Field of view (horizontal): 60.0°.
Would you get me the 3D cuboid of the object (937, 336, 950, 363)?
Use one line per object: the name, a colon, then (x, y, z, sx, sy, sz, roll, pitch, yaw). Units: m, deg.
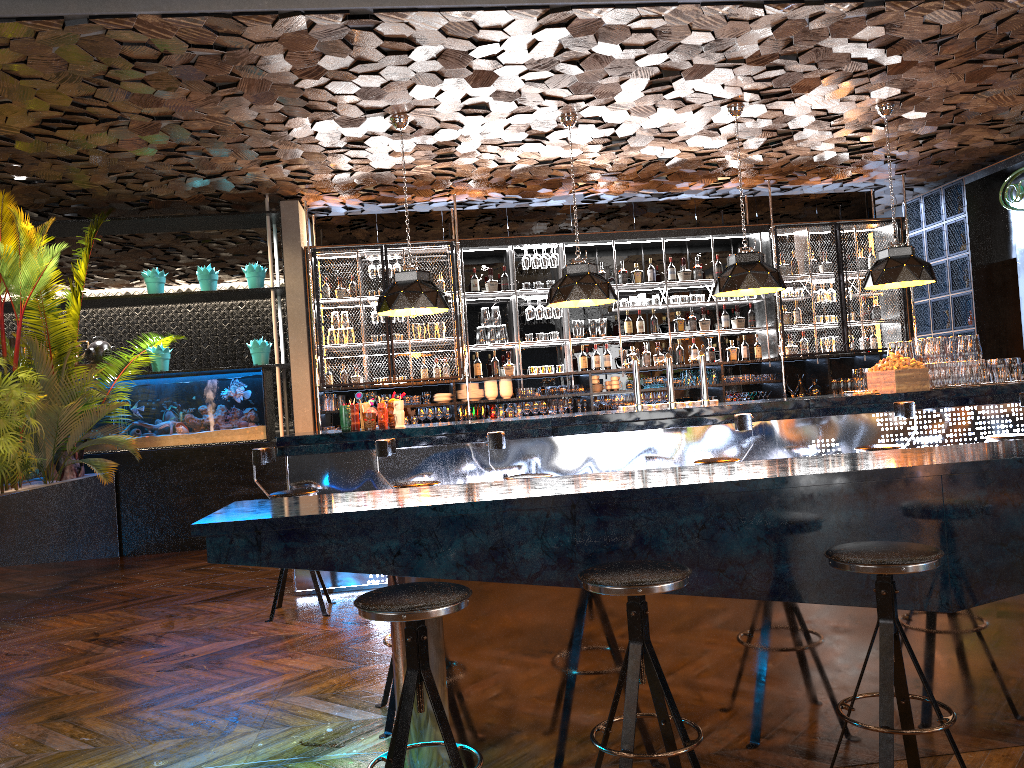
object: (3.506, -0.280, 7.219, 0.105, 0.209, 0.105, -4, -1, 19)

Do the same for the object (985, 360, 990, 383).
object: (3.973, -0.097, 7.477, 0.105, 0.209, 0.105, -4, -1, 19)

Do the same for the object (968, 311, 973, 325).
object: (5.478, -0.764, 10.357, 0.278, 0.222, 0.138, -4, -1, 23)

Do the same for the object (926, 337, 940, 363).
object: (3.417, -0.274, 7.205, 0.105, 0.209, 0.105, -4, -1, 19)

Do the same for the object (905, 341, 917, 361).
object: (3.447, -0.268, 7.662, 0.105, 0.209, 0.105, -4, -1, 19)

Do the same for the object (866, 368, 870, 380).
object: (3.083, -0.033, 7.581, 0.105, 0.209, 0.105, -3, -1, -31)

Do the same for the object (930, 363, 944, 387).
object: (3.417, -0.066, 7.139, 0.105, 0.209, 0.105, -4, -1, 19)

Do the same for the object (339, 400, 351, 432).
object: (-1.257, 0.240, 6.684, 0.086, 0.237, 0.084, -4, -1, 13)

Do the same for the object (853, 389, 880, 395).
object: (2.829, 0.071, 7.100, 0.198, 0.045, 0.377, -5, -1, 32)

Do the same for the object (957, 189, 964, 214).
object: (5.295, -2.127, 10.391, 0.116, 0.358, 0.198, -4, -1, -6)

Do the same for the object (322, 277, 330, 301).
object: (-2.029, -1.038, 9.673, 0.075, 0.260, 0.075, -5, -1, 43)

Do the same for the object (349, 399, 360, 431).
object: (-1.218, 0.235, 6.834, 0.078, 0.246, 0.084, -4, -1, -8)

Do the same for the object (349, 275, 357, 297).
object: (-1.737, -1.058, 9.680, 0.075, 0.261, 0.075, -5, -1, 43)

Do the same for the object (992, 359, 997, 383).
object: (4.048, -0.104, 7.363, 0.105, 0.209, 0.105, -4, -1, 19)

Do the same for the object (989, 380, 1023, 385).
object: (4.027, -0.007, 7.363, 0.273, 0.019, 0.437, -4, -1, -6)

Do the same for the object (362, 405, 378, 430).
object: (-1.075, 0.250, 6.701, 0.110, 0.191, 0.131, -4, -1, 6)

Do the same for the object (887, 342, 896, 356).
object: (3.336, -0.259, 7.763, 0.105, 0.209, 0.105, -4, -1, 19)

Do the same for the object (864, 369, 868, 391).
object: (3.169, -0.035, 7.828, 0.105, 0.209, 0.105, -4, -1, 19)

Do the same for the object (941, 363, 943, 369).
object: (3.525, -0.071, 7.274, 0.105, 0.209, 0.105, -4, -1, 19)

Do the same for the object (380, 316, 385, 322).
object: (-1.394, -0.788, 9.626, 0.081, 0.213, 0.081, -4, -1, 0)

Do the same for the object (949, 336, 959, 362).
object: (3.675, -0.290, 7.358, 0.105, 0.209, 0.105, -4, -1, 19)

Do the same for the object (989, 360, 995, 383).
object: (4.087, -0.104, 7.496, 0.105, 0.209, 0.105, -4, -1, 19)

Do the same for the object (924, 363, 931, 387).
object: (3.417, -0.064, 7.255, 0.105, 0.209, 0.105, -4, -1, 19)

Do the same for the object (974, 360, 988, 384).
object: (3.806, -0.092, 7.203, 0.105, 0.209, 0.105, -4, -1, 19)

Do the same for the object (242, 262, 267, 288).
object: (-2.750, -1.147, 9.489, 0.265, 0.325, 0.245, -4, -1, -12)

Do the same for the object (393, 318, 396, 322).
object: (-1.324, -0.790, 9.778, 0.081, 0.213, 0.081, -4, -1, 0)

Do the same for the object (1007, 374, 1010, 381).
object: (5.447, -0.028, 9.681, 0.106, 0.164, 0.106, -4, -1, -16)

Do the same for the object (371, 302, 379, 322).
object: (-1.490, -0.781, 9.616, 0.081, 0.213, 0.081, -4, -1, 0)

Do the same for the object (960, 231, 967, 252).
object: (5.327, -1.660, 10.353, 0.097, 0.290, 0.290, -4, -1, -8)

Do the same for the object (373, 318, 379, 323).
object: (-1.505, -0.778, 9.759, 0.081, 0.213, 0.081, -4, -1, 0)

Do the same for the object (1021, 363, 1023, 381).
object: (5.519, -0.092, 9.471, 0.116, 0.264, 0.144, -4, -1, -6)

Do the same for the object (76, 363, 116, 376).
object: (-4.387, -0.138, 9.357, 0.320, 0.135, 0.250, -4, -1, -6)

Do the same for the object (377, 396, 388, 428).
object: (-1.018, 0.220, 6.964, 0.080, 0.254, 0.091, -4, -1, -4)

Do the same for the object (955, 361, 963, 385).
object: (3.697, -0.083, 7.294, 0.105, 0.209, 0.105, -4, -1, 19)

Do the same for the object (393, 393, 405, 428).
object: (-0.855, 0.200, 6.739, 0.081, 0.264, 0.099, -4, -1, 15)

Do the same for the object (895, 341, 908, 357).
object: (3.357, -0.262, 7.648, 0.105, 0.209, 0.105, -4, -1, 19)

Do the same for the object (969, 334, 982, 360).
object: (3.786, -0.299, 7.258, 0.105, 0.209, 0.105, -4, -1, 19)

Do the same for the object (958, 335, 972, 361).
object: (3.696, -0.293, 7.244, 0.105, 0.209, 0.105, -4, -1, 19)

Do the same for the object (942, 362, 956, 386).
object: (3.526, -0.073, 7.164, 0.105, 0.209, 0.105, -4, -1, 19)

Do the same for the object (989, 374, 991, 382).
object: (5.456, -0.080, 10.070, 0.080, 0.279, 0.080, -5, -1, 42)

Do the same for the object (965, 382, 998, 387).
object: (3.750, 0.011, 7.320, 0.273, 0.019, 0.437, -4, -1, -6)

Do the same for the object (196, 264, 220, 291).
object: (-3.230, -1.114, 9.440, 0.255, 0.325, 0.244, -4, -1, 21)

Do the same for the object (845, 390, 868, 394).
object: (3.110, 0.062, 7.695, 0.273, 0.019, 0.437, -4, -1, -6)

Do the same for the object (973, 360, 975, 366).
object: (3.804, -0.090, 7.313, 0.105, 0.209, 0.105, -4, -1, 19)

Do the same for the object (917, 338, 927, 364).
object: (3.395, -0.271, 7.319, 0.105, 0.209, 0.105, -4, -1, 19)

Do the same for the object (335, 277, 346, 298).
object: (-1.869, -1.040, 9.650, 0.108, 0.244, 0.108, -4, -1, -17)

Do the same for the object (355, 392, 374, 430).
object: (-1.142, 0.206, 6.925, 0.116, 0.298, 0.105, -4, -1, 25)

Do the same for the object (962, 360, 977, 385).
object: (3.697, -0.085, 7.178, 0.105, 0.209, 0.105, -4, -1, 19)

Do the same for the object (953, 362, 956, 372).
object: (3.684, -0.080, 7.412, 0.105, 0.209, 0.105, -4, -1, 19)

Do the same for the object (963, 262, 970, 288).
object: (5.386, -1.263, 10.376, 0.116, 0.358, 0.198, -3, -1, -36)

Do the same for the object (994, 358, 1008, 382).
object: (4.000, -0.103, 7.249, 0.105, 0.209, 0.105, -3, -1, -31)

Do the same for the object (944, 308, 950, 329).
object: (5.402, -0.786, 10.769, 0.290, 0.290, 0.097, -5, -1, 32)

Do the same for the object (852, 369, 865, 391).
object: (3.056, -0.027, 7.808, 0.105, 0.209, 0.105, -4, -1, 19)

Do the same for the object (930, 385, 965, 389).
object: (3.470, 0.030, 7.281, 0.273, 0.019, 0.437, -4, -1, -6)

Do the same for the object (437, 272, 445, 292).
object: (-0.783, -1.109, 9.779, 0.073, 0.246, 0.072, -4, -1, 9)

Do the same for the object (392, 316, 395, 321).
object: (-1.309, -0.794, 9.635, 0.081, 0.213, 0.081, -4, -1, 0)

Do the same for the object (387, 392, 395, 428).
object: (-0.921, 0.199, 6.860, 0.080, 0.277, 0.091, -4, -1, 26)

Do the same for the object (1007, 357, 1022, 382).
object: (4.109, -0.110, 7.249, 0.105, 0.209, 0.105, -3, -1, -31)

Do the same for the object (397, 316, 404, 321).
object: (-1.219, -0.800, 9.645, 0.081, 0.213, 0.081, -4, -1, 0)
